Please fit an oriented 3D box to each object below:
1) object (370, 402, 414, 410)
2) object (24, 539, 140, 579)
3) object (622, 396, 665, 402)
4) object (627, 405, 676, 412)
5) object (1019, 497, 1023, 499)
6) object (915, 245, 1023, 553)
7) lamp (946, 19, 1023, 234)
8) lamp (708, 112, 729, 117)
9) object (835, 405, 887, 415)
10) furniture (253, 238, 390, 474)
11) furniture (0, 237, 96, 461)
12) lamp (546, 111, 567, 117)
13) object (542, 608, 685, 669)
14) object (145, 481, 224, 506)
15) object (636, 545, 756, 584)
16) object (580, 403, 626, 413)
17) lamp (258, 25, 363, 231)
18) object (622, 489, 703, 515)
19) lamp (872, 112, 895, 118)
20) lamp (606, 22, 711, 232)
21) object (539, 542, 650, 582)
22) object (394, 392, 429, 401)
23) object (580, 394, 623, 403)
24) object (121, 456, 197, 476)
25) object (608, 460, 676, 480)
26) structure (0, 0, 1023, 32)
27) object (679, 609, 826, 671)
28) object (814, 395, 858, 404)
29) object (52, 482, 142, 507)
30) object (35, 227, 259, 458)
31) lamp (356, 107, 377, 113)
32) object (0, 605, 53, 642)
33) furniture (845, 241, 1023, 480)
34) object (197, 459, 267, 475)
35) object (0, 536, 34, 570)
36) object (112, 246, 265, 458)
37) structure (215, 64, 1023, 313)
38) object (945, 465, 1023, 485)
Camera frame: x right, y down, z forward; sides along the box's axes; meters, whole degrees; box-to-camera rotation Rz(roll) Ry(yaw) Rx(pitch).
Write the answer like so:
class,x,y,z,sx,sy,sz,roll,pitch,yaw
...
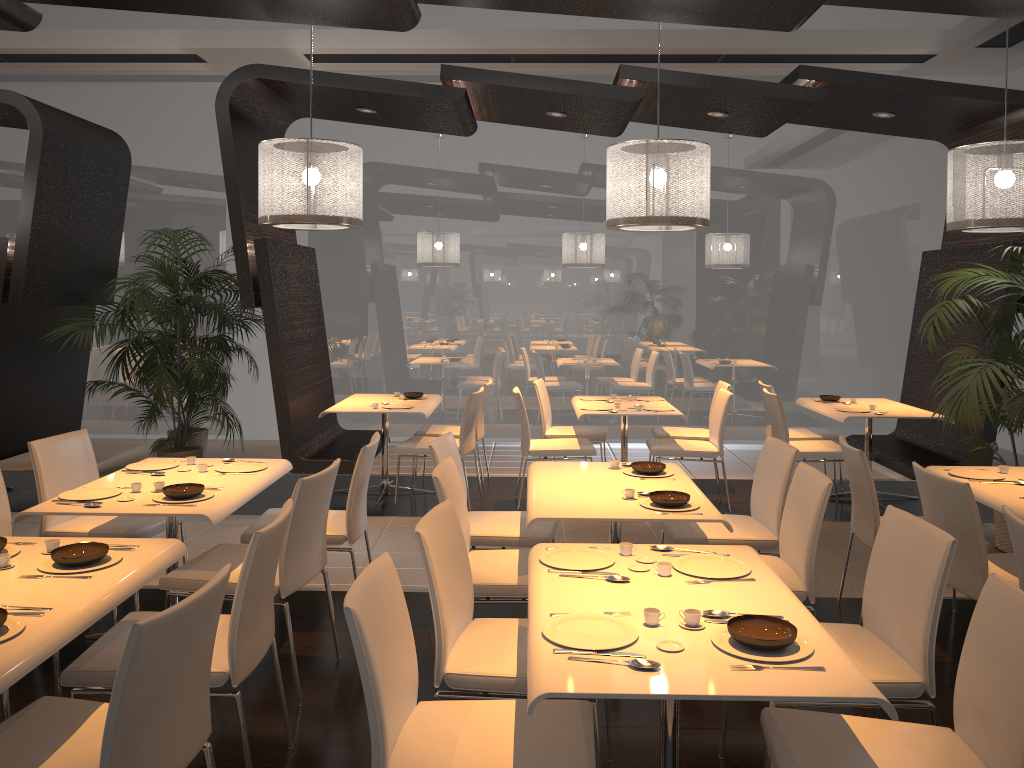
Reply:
class,x,y,z,sx,sy,sz,roll,pitch,yaw
object,-0.911,0.154,6.716,0.335,0.038,0.378,-1,6,-10
object,-1.391,0.541,2.813,0.303,0.044,0.366,0,6,0
object,1.078,0.109,7.292,0.335,0.038,0.378,-1,6,-10
object,1.050,0.170,6.677,0.335,0.038,0.378,-1,6,-10
object,2.297,0.484,3.596,0.303,0.044,0.366,0,6,0
object,3.287,0.018,5.464,1.505,2.056,1.566,1,3,14
lamp,2.993,-1.897,5.349,0.627,1.926,0.627,1,2,33
lamp,1.604,-2.110,6.876,0.161,0.055,0.162,0,5,-4
object,2.613,0.189,6.590,0.335,0.038,0.378,0,6,-5
furniture,-1.446,-0.267,6.971,0.757,1.671,1.407,0,3,1
furniture,-3.954,-0.288,7.023,0.757,1.671,1.407,0,3,1
lamp,0.349,-2.121,6.902,0.161,0.055,0.162,0,5,-4
object,0.247,0.616,2.188,0.335,0.038,0.378,0,6,-5
object,-1.400,0.450,3.715,0.303,0.044,0.366,0,6,0
object,0.572,0.556,2.813,0.335,0.038,0.378,-1,6,-10
object,0.685,0.175,6.612,0.335,0.038,0.378,0,6,-5
lamp,-1.234,-1.931,5.436,0.627,1.926,0.627,1,2,29
object,0.613,0.471,3.629,0.303,0.044,0.366,0,6,0
lamp,2.880,-2.100,6.849,0.161,0.055,0.162,0,5,-4
lamp,0.896,-1.914,5.392,0.627,1.926,0.627,1,2,29
object,0.259,0.555,2.802,0.335,0.038,0.378,0,6,-5
object,-0.838,0.094,7.288,0.303,0.044,0.366,0,6,0
object,0.727,0.114,7.220,0.335,0.038,0.378,0,6,-5
object,-1.712,0.393,4.292,0.335,0.038,0.378,0,6,-5
object,0.626,0.406,4.278,0.303,0.044,0.366,0,6,0
structure,-1.518,-1.094,3.207,10.660,1.733,2.913,0,5,1
object,0.583,0.615,2.196,0.303,0.044,0.366,0,6,0
object,2.632,0.123,7.208,0.303,0.044,0.366,0,6,0
object,-1.725,0.455,3.678,0.335,0.038,0.378,0,6,-5
object,-2.630,-0.161,6.889,1.561,2.056,1.510,0,3,-5
lamp,-1.140,-2.160,6.932,0.160,0.054,0.161,1,5,7
object,-1.376,0.600,2.219,0.303,0.044,0.366,0,6,0
furniture,3.206,-0.229,6.875,0.757,1.671,1.407,0,3,1
object,-1.369,0.391,4.336,0.335,0.038,0.378,-1,6,-10
object,-1.694,0.538,2.825,0.303,0.044,0.366,0,6,0
object,-2.827,-0.271,7.977,1.506,2.056,1.565,-2,4,-37
structure,0.877,-1.445,6.897,5.932,1.725,1.407,0,3,1
object,2.279,0.427,4.198,0.335,0.038,0.378,0,6,-5
